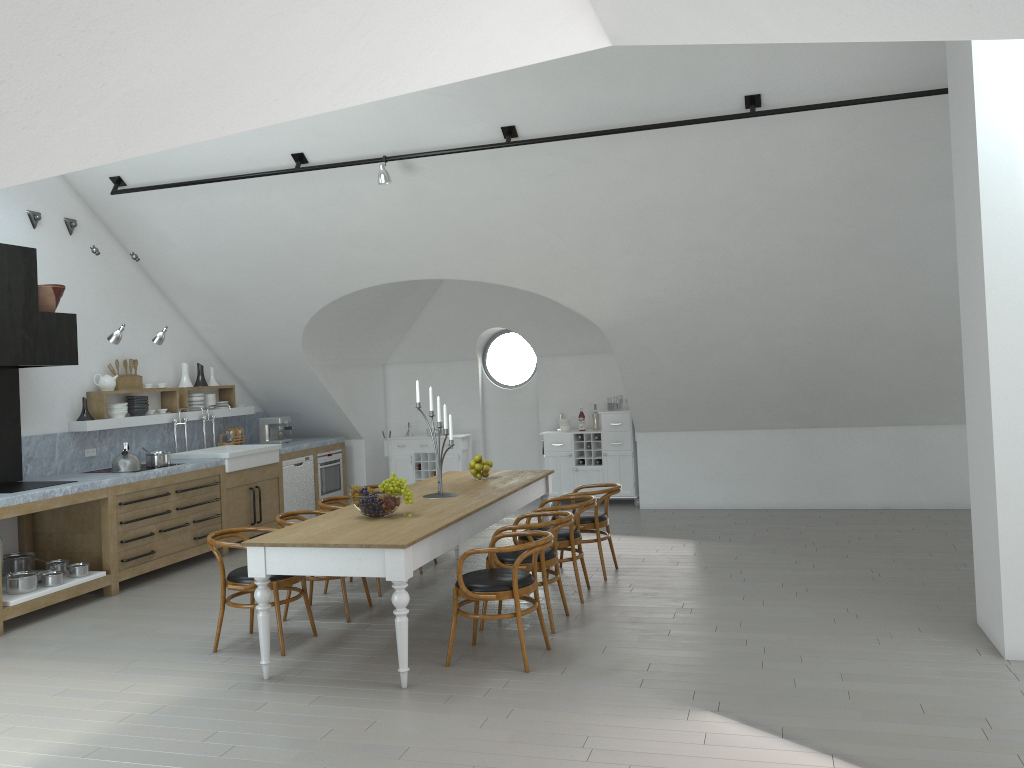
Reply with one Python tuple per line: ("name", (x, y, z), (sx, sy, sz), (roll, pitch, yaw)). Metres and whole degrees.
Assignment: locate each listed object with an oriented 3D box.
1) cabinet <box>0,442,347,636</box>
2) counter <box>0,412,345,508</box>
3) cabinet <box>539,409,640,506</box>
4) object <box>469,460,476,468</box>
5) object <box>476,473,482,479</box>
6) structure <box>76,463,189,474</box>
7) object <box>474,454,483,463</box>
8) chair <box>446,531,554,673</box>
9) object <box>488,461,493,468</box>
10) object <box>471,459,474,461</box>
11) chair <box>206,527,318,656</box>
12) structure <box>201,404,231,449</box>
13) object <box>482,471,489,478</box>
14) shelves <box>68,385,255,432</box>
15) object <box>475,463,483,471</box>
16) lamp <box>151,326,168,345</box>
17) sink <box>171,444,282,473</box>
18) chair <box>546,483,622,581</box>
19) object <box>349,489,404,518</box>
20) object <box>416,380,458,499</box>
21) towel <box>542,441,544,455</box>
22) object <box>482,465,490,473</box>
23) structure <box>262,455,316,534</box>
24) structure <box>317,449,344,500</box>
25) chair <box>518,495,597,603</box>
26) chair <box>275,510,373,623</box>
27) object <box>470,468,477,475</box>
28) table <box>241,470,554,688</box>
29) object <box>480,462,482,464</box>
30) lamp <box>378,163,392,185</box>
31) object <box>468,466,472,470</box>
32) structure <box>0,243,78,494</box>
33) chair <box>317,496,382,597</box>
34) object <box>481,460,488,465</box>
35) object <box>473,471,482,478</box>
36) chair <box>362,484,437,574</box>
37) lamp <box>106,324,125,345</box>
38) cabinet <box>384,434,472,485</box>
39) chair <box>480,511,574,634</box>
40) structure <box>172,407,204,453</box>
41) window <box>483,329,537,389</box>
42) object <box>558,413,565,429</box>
("cabinet", (-3.468, 1.353, 8.392), (1.003, 1.022, 6.430), (-3, 1, 17))
("counter", (-3.506, 0.533, 8.482), (0.961, 0.620, 6.577), (-3, 1, 17))
("cabinet", (1.008, 0.921, 11.148), (1.242, 1.154, 0.610), (-3, -1, 16))
("object", (-0.329, 0.680, 7.479), (0.066, 0.071, 0.072), (-3, 0, -14))
("object", (-0.276, 0.772, 7.460), (0.049, 0.050, 0.051), (-3, 0, 20))
("structure", (-3.500, 0.801, 8.214), (0.647, 0.041, 0.737), (-2, 1, 17))
("object", (-0.284, 0.631, 7.494), (0.072, 0.074, 0.072), (-3, 0, 17))
("chair", (-0.044, 1.265, 5.263), (0.621, 0.735, 0.527), (-3, 0, 20))
("object", (-0.193, 0.682, 7.529), (0.063, 0.063, 0.062), (-3, 0, -21))
("object", (-0.320, 0.663, 7.565), (0.062, 0.059, 0.062), (-3, 0, 17))
("chair", (-1.664, 1.332, 5.796), (0.621, 0.735, 0.527), (-3, 0, 16))
("structure", (-3.236, 0.494, 9.793), (0.332, 0.530, 0.214), (-3, -1, -3))
("object", (-0.225, 0.762, 7.509), (0.063, 0.063, 0.064), (-3, 0, 28))
("shelves", (-3.900, -0.248, 8.070), (0.480, 1.362, 5.550), (-3, 1, 11))
("object", (-0.278, 0.696, 7.427), (0.071, 0.064, 0.072), (-3, 0, 10))
("lamp", (-3.244, -0.445, 8.177), (0.169, 0.176, 0.112), (-3, 0, 9))
("sink", (-3.033, 0.791, 9.439), (0.727, 0.202, 1.021), (-2, 1, 17))
("chair", (0.615, 1.205, 7.338), (0.621, 0.735, 0.527), (-3, 0, 19))
("object", (-0.871, 0.783, 5.755), (0.360, 0.159, 0.360), (-3, 1, -3))
("object", (-0.564, 0.398, 6.682), (0.265, 0.875, 0.774), (-3, 0, -9))
("towel", (0.422, 0.805, 11.376), (0.049, 0.204, 0.150), (-3, 0, 17))
("object", (-0.220, 0.713, 7.453), (0.071, 0.072, 0.070), (-3, 0, -19))
("structure", (-2.731, 1.277, 10.318), (0.598, 0.823, 0.724), (-3, 0, 17))
("structure", (-2.517, 1.162, 11.043), (0.630, 0.637, 0.632), (-3, 0, 17))
("chair", (0.345, 1.227, 6.665), (0.621, 0.735, 0.527), (-3, 0, 12))
("chair", (-1.401, 1.310, 6.474), (0.621, 0.735, 0.527), (-3, 0, 13))
("object", (-0.324, 0.735, 7.454), (0.059, 0.056, 0.059), (-3, 0, 11))
("table", (-0.563, 1.236, 6.505), (1.018, 0.799, 3.350), (-3, 1, 17))
("object", (-0.279, 0.678, 7.533), (0.053, 0.051, 0.052), (-3, 0, -12))
("lamp", (-1.051, -1.733, 7.308), (0.113, 0.175, 0.114), (-2, 0, -21))
("object", (-0.339, 0.709, 7.537), (0.062, 0.059, 0.062), (-3, 0, 21))
("structure", (-4.084, -0.116, 6.967), (0.780, 1.885, 1.075), (-3, -1, 17))
("chair", (-1.252, 1.293, 7.189), (0.621, 0.735, 0.527), (-3, 0, 20))
("object", (-0.230, 0.668, 7.486), (0.058, 0.057, 0.053), (-3, 0, 31))
("object", (-0.298, 0.758, 7.524), (0.080, 0.074, 0.078), (-3, 0, -29))
("chair", (-1.037, 1.274, 7.880), (0.621, 0.735, 0.527), (-3, 0, 13))
("lamp", (-3.411, -0.426, 7.623), (0.164, 0.178, 0.115), (-3, 0, 35))
("cabinet", (-1.081, 1.078, 11.567), (1.134, 0.789, 0.497), (-3, 0, 16))
("chair", (0.123, 1.247, 5.971), (0.621, 0.735, 0.527), (-3, 0, 16))
("structure", (-3.374, 0.507, 9.324), (0.332, 0.530, 0.214), (-3, -1, -3))
("window", (-0.006, -0.337, 11.943), (0.899, 0.900, 0.060), (-3, -1, 16))
("object", (0.634, 0.475, 11.443), (0.115, 0.209, 0.065), (-3, -1, 19))
